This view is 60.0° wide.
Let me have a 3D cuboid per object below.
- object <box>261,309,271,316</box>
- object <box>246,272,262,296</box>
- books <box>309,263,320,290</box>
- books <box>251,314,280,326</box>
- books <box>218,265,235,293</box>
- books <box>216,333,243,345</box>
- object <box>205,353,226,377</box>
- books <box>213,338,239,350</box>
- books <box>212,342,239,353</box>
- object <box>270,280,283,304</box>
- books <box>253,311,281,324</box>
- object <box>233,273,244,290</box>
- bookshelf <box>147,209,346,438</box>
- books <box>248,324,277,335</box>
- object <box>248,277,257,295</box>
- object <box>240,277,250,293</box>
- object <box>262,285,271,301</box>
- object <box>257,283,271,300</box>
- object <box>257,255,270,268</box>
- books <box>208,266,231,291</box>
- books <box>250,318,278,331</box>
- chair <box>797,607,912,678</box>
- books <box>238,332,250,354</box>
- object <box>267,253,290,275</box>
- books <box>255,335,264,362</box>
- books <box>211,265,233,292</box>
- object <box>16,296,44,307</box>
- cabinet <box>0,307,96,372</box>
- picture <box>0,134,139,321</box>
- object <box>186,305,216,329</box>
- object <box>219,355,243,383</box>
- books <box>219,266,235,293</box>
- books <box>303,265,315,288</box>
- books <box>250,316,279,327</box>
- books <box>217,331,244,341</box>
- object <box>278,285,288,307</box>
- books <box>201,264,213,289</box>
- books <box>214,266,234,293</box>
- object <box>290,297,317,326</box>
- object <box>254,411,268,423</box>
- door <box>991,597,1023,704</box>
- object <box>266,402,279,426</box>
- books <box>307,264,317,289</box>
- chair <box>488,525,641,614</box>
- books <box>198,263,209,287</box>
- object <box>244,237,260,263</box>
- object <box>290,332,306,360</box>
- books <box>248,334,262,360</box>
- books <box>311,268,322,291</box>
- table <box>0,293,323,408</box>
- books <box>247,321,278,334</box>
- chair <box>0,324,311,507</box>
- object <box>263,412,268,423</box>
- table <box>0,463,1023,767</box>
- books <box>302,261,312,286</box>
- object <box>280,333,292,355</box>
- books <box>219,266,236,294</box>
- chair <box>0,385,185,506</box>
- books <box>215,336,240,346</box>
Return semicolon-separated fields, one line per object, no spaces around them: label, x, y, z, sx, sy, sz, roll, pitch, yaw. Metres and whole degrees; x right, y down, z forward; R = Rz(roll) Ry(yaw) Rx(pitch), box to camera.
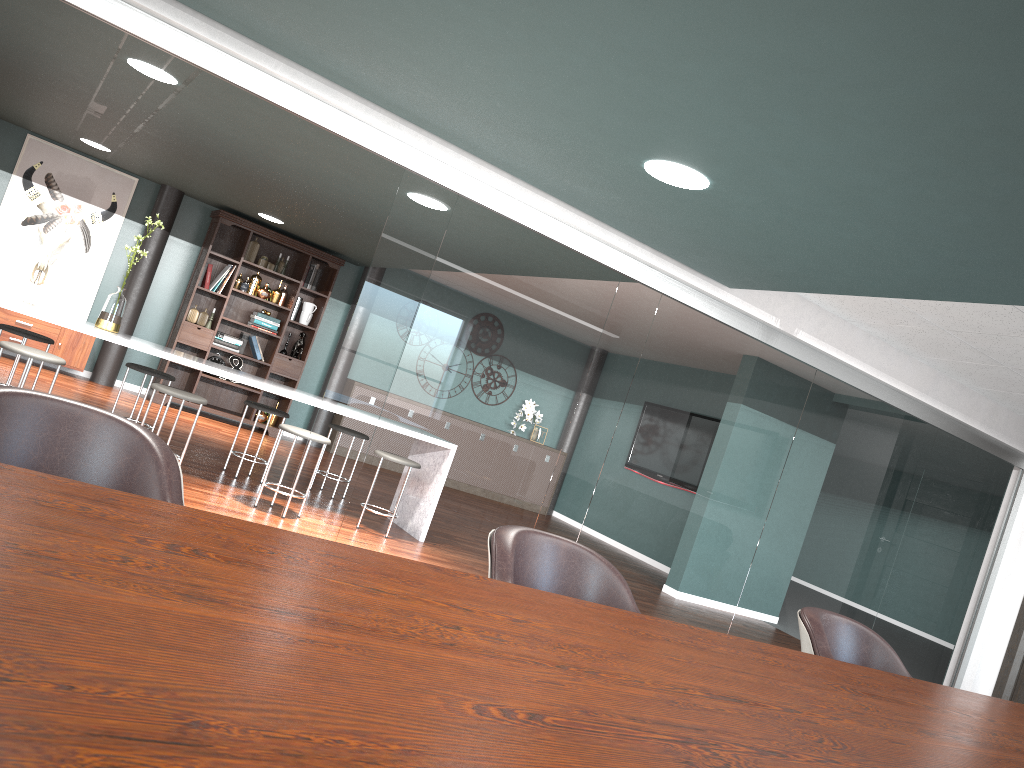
object;-2.543;-0.739;9.161;0.104;0.052;0.100;20;-2;-26
object;-2.630;-1.027;9.064;0.114;0.251;0.114;19;-2;-4
books;-2.110;-1.129;9.338;0.027;0.286;0.184;21;-2;-30
books;-2.553;-0.662;9.167;0.268;0.016;0.205;21;-2;-30
books;-2.889;-1.055;8.908;0.062;0.322;0.197;21;-2;-30
books;-2.874;-0.461;8.995;0.248;0.042;0.194;21;-2;-30
object;-2.988;-0.194;8.917;0.224;0.238;0.159;21;-2;-30
books;-2.912;-0.413;8.982;0.248;0.042;0.194;21;-2;-30
books;-2.922;-0.378;8.982;0.286;0.027;0.184;21;-2;-30
object;-2.413;-0.951;9.136;0.108;0.256;0.108;19;-2;4
books;-2.541;-0.688;9.176;0.248;0.042;0.194;21;-2;-30
object;-2.777;-1.039;9.000;0.105;0.172;0.105;21;-3;-34
bookshelf;-2.721;-0.591;9.103;1.339;1.984;0.482;21;-2;-30
books;-2.587;-0.564;9.170;0.268;0.016;0.205;21;-2;-30
object;-2.613;-0.993;8.958;0.040;0.191;0.040;20;-2;-21
object;-2.689;-1.004;8.947;0.079;0.161;0.080;19;-2;-4
object;-2.541;-0.949;9.151;0.099;0.169;0.099;18;-3;34
object;-2.514;-0.948;9.024;0.144;0.175;0.073;20;-2;-28
object;-2.539;-1.247;9.064;0.096;0.126;0.106;18;-2;21
books;-2.941;-1.061;8.888;0.115;0.296;0.210;21;-2;-30
books;-2.568;-0.619;9.172;0.248;0.042;0.194;21;-2;-30
chair;0.953;1.083;2.506;0.535;0.761;0.518;20;-2;-24
books;-2.782;-0.422;9.134;0.063;0.214;0.139;21;-2;-30
object;-2.414;-1.251;9.146;0.196;0.221;0.184;21;-2;-30
books;-2.624;-0.372;9.154;0.166;0.228;0.205;21;-2;-30
books;-2.915;-1.061;8.896;0.090;0.316;0.197;21;-2;-30
object;-4.479;-0.729;8.231;0.245;0.112;0.261;20;-2;-23
cabinet;-4.547;-0.493;8.209;1.200;0.379;0.368;21;-2;-30
picture;-4.307;-1.443;8.397;1.002;1.512;0.031;21;-2;-30
object;-3.106;-0.698;8.843;0.250;0.221;0.186;21;-3;-32
object;-2.861;-0.156;9.128;0.233;0.268;0.051;21;-2;-30
books;-2.887;-1.047;8.913;0.063;0.309;0.210;21;-2;-30
books;-2.159;-1.126;9.310;0.042;0.248;0.194;21;-2;-30
books;-2.558;-0.647;9.173;0.268;0.016;0.205;21;-2;-30
books;-2.873;-0.492;8.991;0.268;0.016;0.205;21;-2;-30
object;-2.395;-0.922;9.258;0.092;0.222;0.092;19;-2;4
books;-3.038;-1.072;8.828;0.084;0.252;0.194;21;-2;-30
books;-2.900;-1.052;8.906;0.063;0.309;0.210;21;-2;-30
object;-2.209;-0.765;9.374;0.268;0.262;0.137;19;-2;10
object;-2.590;0.312;9.179;0.144;0.175;0.073;20;-2;-28
door;4.004;1.550;5.957;0.139;2.130;1.038;21;-2;-30
object;-2.488;0.310;9.290;0.108;0.256;0.108;19;-2;4
books;-2.132;-1.127;9.326;0.016;0.268;0.205;21;-2;-30
chair;0.055;0.746;1.942;0.523;0.761;0.533;17;-3;41
books;-3.090;-1.089;8.796;0.042;0.248;0.194;21;-2;-30
object;-2.638;-1.361;9.023;0.104;0.273;0.104;19;-2;6
object;-2.256;-0.416;9.349;0.116;0.286;0.215;21;-3;-34
books;-2.652;-0.380;9.136;0.176;0.227;0.194;21;-2;-30
books;-2.087;-1.099;9.354;0.042;0.248;0.194;21;-2;-30
table;-2.493;0.017;5.203;4.577;0.699;0.609;21;-2;-30
books;-2.578;-0.585;9.173;0.286;0.027;0.184;21;-2;-30
chair;-2.528;0.107;5.266;4.029;0.512;1.479;21;-2;-30
object;-2.617;0.311;9.305;0.099;0.169;0.099;18;-3;34
table;-0.798;0.417;0.417;6.694;0.706;1.374;21;-2;-30
books;-2.182;-1.156;9.294;0.027;0.286;0.184;21;-2;-30
object;-2.354;-0.420;9.277;0.077;0.228;0.077;17;-3;43
books;-2.876;-1.050;8.914;0.062;0.322;0.197;21;-2;-30
chair;-0.819;0.419;1.412;0.535;0.761;0.518;20;-2;-24
books;-2.903;-0.441;8.983;0.268;0.016;0.205;21;-2;-30
